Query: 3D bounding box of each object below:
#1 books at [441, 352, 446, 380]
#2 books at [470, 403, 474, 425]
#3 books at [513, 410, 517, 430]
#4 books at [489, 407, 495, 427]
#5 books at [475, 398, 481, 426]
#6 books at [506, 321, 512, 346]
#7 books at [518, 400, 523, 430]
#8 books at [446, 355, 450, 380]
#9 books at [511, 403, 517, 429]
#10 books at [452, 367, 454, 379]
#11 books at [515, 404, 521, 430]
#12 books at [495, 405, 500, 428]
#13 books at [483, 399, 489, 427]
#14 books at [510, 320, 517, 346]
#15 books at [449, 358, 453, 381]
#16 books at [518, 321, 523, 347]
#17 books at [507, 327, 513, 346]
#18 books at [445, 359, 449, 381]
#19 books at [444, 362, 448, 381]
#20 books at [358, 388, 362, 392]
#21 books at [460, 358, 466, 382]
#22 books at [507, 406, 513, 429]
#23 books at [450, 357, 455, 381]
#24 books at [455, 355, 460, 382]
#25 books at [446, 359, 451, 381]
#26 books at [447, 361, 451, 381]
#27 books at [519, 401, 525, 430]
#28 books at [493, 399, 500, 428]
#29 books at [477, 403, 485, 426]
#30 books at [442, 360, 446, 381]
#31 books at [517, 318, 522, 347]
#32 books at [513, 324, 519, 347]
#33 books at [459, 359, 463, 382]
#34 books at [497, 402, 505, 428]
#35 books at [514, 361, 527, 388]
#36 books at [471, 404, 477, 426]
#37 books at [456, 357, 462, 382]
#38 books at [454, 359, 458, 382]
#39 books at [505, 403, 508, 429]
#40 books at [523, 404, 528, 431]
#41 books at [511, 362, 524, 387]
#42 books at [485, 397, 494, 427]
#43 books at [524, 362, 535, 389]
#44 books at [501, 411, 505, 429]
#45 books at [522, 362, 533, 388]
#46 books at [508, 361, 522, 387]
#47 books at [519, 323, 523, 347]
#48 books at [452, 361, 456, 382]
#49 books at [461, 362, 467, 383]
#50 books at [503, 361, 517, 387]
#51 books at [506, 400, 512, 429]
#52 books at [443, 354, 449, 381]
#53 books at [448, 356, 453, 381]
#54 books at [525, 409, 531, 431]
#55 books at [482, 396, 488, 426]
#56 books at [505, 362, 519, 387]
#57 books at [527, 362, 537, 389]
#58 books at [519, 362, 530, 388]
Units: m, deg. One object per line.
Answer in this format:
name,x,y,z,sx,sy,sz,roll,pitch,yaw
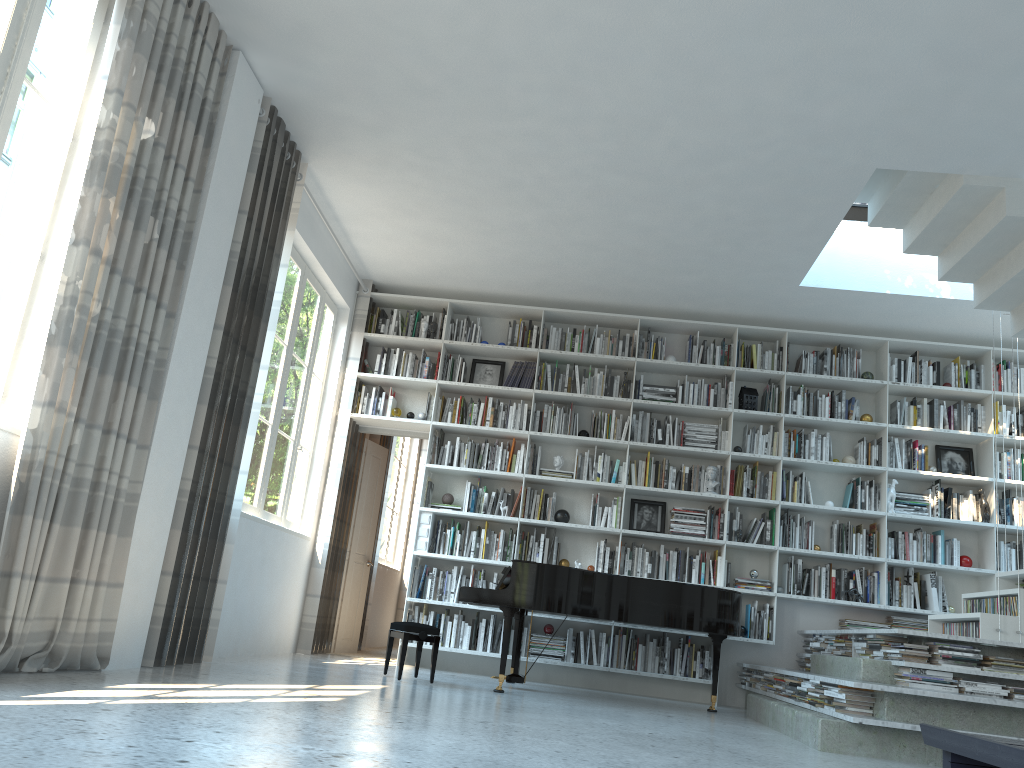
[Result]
books,-0.603,-0.119,7.882,0.005,0.292,0.184,6,-15,5
books,-0.343,0.296,7.765,0.011,0.228,0.171,6,-15,5
books,0.033,0.343,7.730,0.013,0.205,0.173,6,-15,5
books,-0.169,0.323,7.724,0.029,0.195,0.192,6,-15,5
books,-0.298,0.278,7.765,0.014,0.272,0.181,6,-15,5
books,-0.030,-0.406,7.947,0.013,0.277,0.151,6,-15,5
books,0.073,0.301,7.718,0.012,0.290,0.183,6,-15,5
books,-0.563,-0.104,7.889,0.005,0.276,0.147,6,-15,5
books,0.018,0.311,7.726,0.022,0.262,0.175,6,-15,5
books,-0.516,-0.064,7.895,0.012,0.214,0.132,6,-15,5
books,0.055,0.319,7.744,0.024,0.265,0.155,6,-15,5
books,-0.120,0.314,7.740,0.013,0.231,0.172,6,-15,5
books,-0.220,0.284,7.747,0.023,0.270,0.187,6,-15,5
books,0.015,-0.407,7.927,0.024,0.279,0.188,6,-15,5
books,-0.530,-0.087,7.882,0.010,0.248,0.166,6,-15,5
books,0.076,-0.400,7.932,0.013,0.282,0.167,6,-15,5
books,-0.014,-0.378,7.926,0.028,0.217,0.153,6,-15,5
books,-0.571,-0.085,7.885,0.005,0.237,0.154,6,-15,5
books,-0.582,-0.070,7.882,0.015,0.206,0.173,6,-15,5
books,-1.371,0.171,7.848,0.011,0.271,0.189,6,-15,5
books,-0.436,-0.083,7.865,0.012,0.254,0.167,6,-15,5
books,-0.011,0.324,7.725,0.030,0.230,0.173,6,-15,5
books,-0.525,-0.091,7.860,0.004,0.245,0.189,6,-15,5
books,-0.476,-0.099,7.874,0.005,0.280,0.191,6,-15,5
books,-0.554,-0.083,7.869,0.009,0.228,0.185,6,-15,5
books,-0.549,-0.078,7.857,0.004,0.213,0.187,6,-15,5
books,0.090,0.307,7.728,0.022,0.288,0.170,6,-15,5
books,-0.135,0.290,7.759,0.025,0.285,0.161,6,-15,5
books,-0.270,0.299,7.762,0.047,0.237,0.163,6,-15,5
books,-0.598,-0.080,7.906,0.006,0.232,0.136,6,-15,5
books,0.066,-0.415,7.952,0.014,0.320,0.137,6,-15,5
books,0.039,-0.390,7.920,0.028,0.248,0.156,6,-15,5
books,-0.447,-0.082,7.867,0.011,0.249,0.168,6,-15,5
books,-0.098,0.306,7.755,0.029,0.260,0.158,6,-15,5
books,0.076,-0.045,7.823,0.097,0.282,0.174,6,-15,5
books,-0.323,0.302,7.755,0.031,0.216,0.173,6,-15,5
books,-0.464,-0.090,7.861,0.023,0.257,0.184,6,-15,5
books,-0.490,-0.082,7.872,0.019,0.243,0.154,6,-15,5
books,-0.051,0.312,7.754,0.035,0.260,0.131,6,-15,5
books,0.117,0.321,7.720,0.035,0.263,0.178,6,-15,5
books,0.047,-0.040,7.845,0.110,0.279,0.174,6,-15,5
books,-0.193,0.278,7.741,0.030,0.285,0.185,6,-15,5
books,0.156,-0.035,7.836,0.078,0.285,0.174,6,-15,5
books,-0.077,0.344,7.742,0.022,0.185,0.137,6,-15,5
books,0.133,-0.036,7.843,0.078,0.285,0.174,6,-15,5
books,0.024,-0.047,7.830,0.110,0.279,0.174,6,-15,5
books,0.085,-0.392,7.917,0.010,0.262,0.157,6,-15,5
books,-0.503,-0.074,7.860,0.018,0.218,0.187,6,-15,5
books,-0.427,-0.065,7.852,0.012,0.213,0.186,6,-15,5
books,-0.021,-0.049,7.842,0.110,0.279,0.174,6,-15,5
books,-0.028,0.299,7.737,0.012,0.280,0.188,6,-15,5
books,-0.589,-0.111,7.889,0.006,0.286,0.148,6,-15,5
books,-0.539,-0.096,7.875,0.009,0.259,0.184,6,-15,5
books,0.149,0.347,7.684,0.039,0.201,0.236,6,-15,5
books,-0.235,0.271,7.771,0.014,0.303,0.152,6,-15,5
books,0.002,-0.045,7.849,0.110,0.279,0.174,6,-15,5
books,0.177,-0.037,7.821,0.078,0.285,0.174,6,-15,5
books,0.111,-0.040,7.840,0.078,0.285,0.174,6,-15,5
